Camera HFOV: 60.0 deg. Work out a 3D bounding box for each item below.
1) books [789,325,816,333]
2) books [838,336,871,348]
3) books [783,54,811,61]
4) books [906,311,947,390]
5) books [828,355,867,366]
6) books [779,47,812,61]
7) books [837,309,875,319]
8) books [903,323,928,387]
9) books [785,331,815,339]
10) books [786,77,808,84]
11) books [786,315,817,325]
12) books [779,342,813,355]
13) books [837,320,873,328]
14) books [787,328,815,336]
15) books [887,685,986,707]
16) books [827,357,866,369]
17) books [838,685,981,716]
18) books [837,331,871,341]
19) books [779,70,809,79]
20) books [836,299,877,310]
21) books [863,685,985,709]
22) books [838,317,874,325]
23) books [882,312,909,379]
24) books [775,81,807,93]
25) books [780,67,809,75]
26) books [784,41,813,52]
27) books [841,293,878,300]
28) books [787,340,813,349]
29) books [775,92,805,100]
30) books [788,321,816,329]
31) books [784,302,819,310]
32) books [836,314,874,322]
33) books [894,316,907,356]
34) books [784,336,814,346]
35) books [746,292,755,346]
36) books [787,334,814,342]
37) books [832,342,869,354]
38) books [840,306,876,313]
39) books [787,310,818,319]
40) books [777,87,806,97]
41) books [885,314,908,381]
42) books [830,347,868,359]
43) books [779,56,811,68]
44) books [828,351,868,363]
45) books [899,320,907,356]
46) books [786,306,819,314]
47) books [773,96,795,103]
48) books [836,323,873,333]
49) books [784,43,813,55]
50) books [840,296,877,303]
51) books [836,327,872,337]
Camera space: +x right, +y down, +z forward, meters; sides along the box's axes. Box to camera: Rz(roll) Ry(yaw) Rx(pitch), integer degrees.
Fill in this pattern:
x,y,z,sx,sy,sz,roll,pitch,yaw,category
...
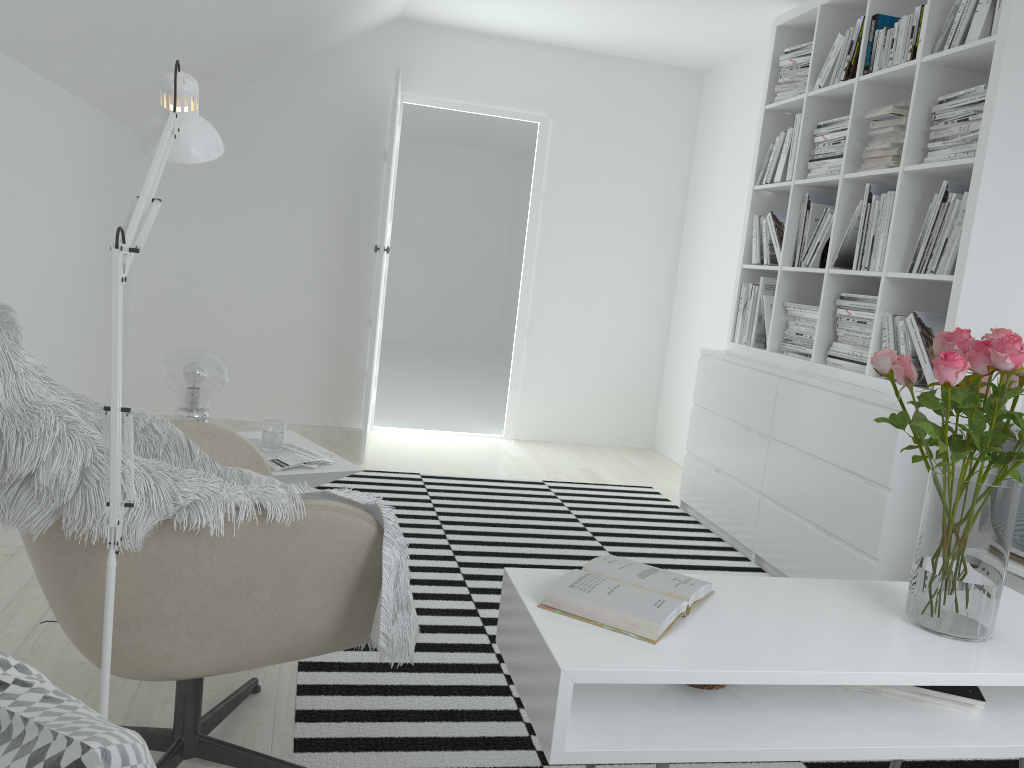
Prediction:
x,y,z,sx,sy,sz,roll,pitch,yaw,category
1.340,-0.229,3.840,0.167,0.017,0.263,5,8,-13,books
1.433,-0.151,3.458,0.180,0.028,0.296,5,8,-13,books
1.391,-1.481,4.059,0.161,0.013,0.254,2,9,-28,books
1.476,-0.109,3.034,0.176,0.255,0.226,5,8,-13,books
1.442,-0.082,3.497,0.251,0.012,0.312,5,8,-12,books
1.397,-1.497,4.045,0.176,0.025,0.331,3,8,-23,books
1.422,-0.265,3.459,0.174,0.021,0.273,5,8,-13,books
1.455,-0.099,3.102,0.161,0.213,0.118,5,8,-13,books
1.331,-0.205,3.860,0.159,0.012,0.285,5,8,-13,books
1.399,-1.373,4.064,0.182,0.016,0.288,4,8,-18,books
1.350,-0.271,3.869,0.180,0.028,0.296,5,8,-13,books
1.325,-0.146,3.865,0.176,0.025,0.331,5,8,-13,books
1.415,-0.226,3.469,0.161,0.012,0.254,5,8,-13,books
1.328,-0.216,3.846,0.161,0.012,0.254,5,8,-13,books
0.799,0.575,1.804,0.257,0.012,0.207,9,8,15,books
1.432,-0.070,3.500,0.232,0.014,0.308,4,8,-15,books
0.796,0.600,1.816,0.259,0.014,0.191,8,8,14,books
1.433,-0.176,3.468,0.182,0.016,0.288,5,8,-13,books
1.383,-1.409,4.072,0.167,0.017,0.263,2,9,-28,books
1.432,-0.299,3.452,0.176,0.025,0.331,5,8,-13,books
0.801,0.587,1.812,0.254,0.014,0.191,8,8,12,books
1.425,-0.236,3.458,0.159,0.012,0.285,5,8,-13,books
1.436,-0.134,3.241,0.172,0.239,0.093,5,8,-13,books
1.381,-1.352,4.064,0.180,0.028,0.296,2,9,-33,books
1.379,-1.423,4.061,0.161,0.012,0.254,2,9,-33,books
1.391,-1.531,4.050,0.161,0.012,0.254,3,8,-23,books
1.427,-0.334,3.459,0.161,0.012,0.254,5,8,-13,books
1.330,-0.162,3.851,0.161,0.013,0.254,5,8,-13,books
1.378,-1.310,4.073,0.182,0.016,0.288,2,9,-28,books
1.353,-0.246,3.849,0.182,0.016,0.288,5,8,-13,books
1.333,-0.328,3.843,0.182,0.016,0.288,5,8,-13,books
1.413,-0.252,3.475,0.161,0.013,0.256,5,8,-13,books
1.444,-0.119,3.166,0.152,0.232,0.104,5,8,-13,books
1.343,-0.177,3.869,0.182,0.016,0.288,5,8,-13,books
1.209,-0.303,4.241,0.161,0.254,0.012,5,8,-13,books
1.326,-0.190,3.839,0.161,0.013,0.256,5,8,-13,books
1.411,-0.132,3.478,0.174,0.021,0.273,5,8,-13,books
1.427,-0.283,3.467,0.161,0.013,0.254,5,8,-13,books
1.341,-0.292,3.842,0.174,0.021,0.273,5,8,-13,books
1.376,-1.329,4.071,0.174,0.021,0.273,3,8,-23,books
1.435,-0.126,3.197,0.172,0.235,0.112,5,8,-13,books
1.409,-0.114,3.479,0.182,0.016,0.288,5,8,-13,books
1.387,-1.463,4.051,0.174,0.021,0.273,2,9,-33,books
1.398,-0.098,3.472,0.182,0.016,0.288,5,8,-13,books
1.453,-0.107,3.140,0.161,0.218,0.101,5,8,-13,books
1.343,-0.311,3.841,0.182,0.016,0.288,5,8,-13,books
1.364,-1.294,4.064,0.182,0.016,0.288,3,8,-23,books
1.420,-0.212,3.479,0.167,0.017,0.263,5,8,-13,books
1.391,-1.516,4.036,0.159,0.012,0.285,4,8,-18,books
1.425,-0.319,3.445,0.159,0.012,0.285,5,8,-13,books
1.434,-0.193,3.476,0.182,0.016,0.288,5,8,-13,books
